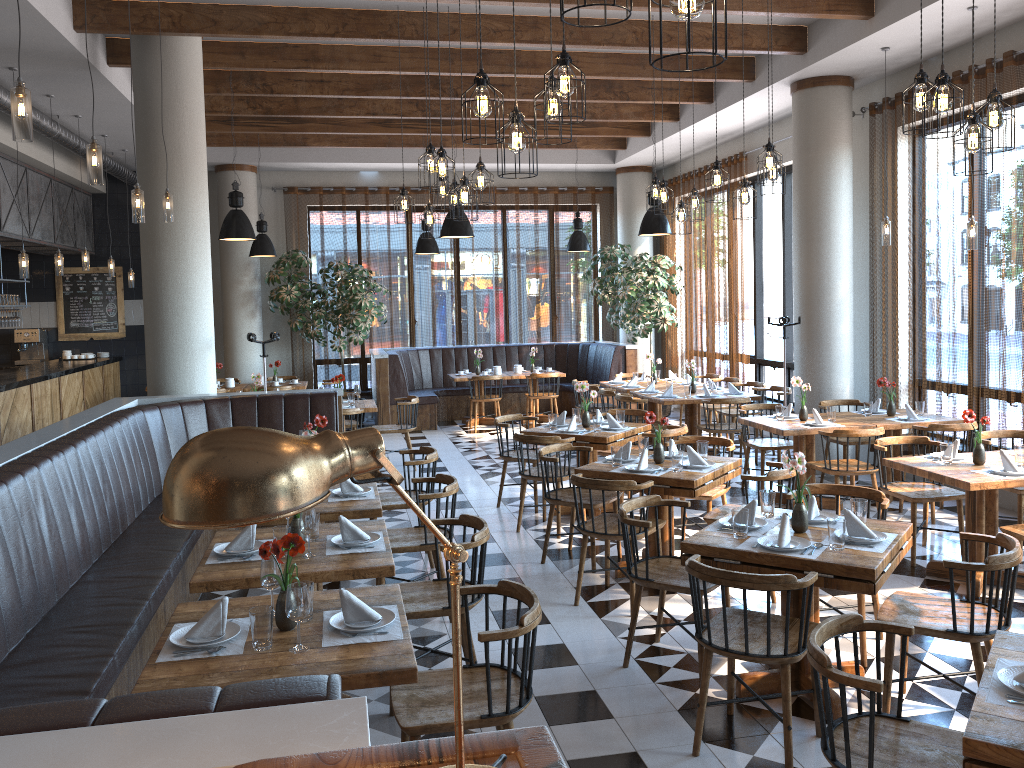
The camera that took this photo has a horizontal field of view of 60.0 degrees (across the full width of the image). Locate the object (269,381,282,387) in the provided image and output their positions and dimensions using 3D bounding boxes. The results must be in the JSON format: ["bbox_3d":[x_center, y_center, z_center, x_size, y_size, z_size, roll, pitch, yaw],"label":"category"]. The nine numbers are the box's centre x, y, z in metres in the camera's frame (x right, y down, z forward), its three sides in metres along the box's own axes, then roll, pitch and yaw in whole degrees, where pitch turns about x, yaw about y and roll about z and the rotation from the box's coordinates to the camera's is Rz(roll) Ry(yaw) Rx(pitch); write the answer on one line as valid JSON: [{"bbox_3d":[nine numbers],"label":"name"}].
[{"bbox_3d":[-3.341,0.000,12.525,0.175,0.067,0.176,-1,5,4],"label":"object"}]

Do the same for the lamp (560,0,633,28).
[{"bbox_3d":[0.181,-1.939,2.137,0.175,2.066,0.175,-2,3,-1],"label":"lamp"}]

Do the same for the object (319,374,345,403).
[{"bbox_3d":[-2.021,0.065,9.961,0.295,0.354,0.166,-2,3,-6],"label":"object"}]

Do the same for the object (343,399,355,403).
[{"bbox_3d":[-1.999,0.145,10.261,0.352,0.137,0.272,-2,5,-11],"label":"object"}]

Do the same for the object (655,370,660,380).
[{"bbox_3d":[1.972,-0.120,12.016,0.080,0.132,0.080,-3,4,-26],"label":"object"}]

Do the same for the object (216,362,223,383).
[{"bbox_3d":[-4.199,-0.130,12.608,0.171,0.354,0.156,-3,4,-25],"label":"object"}]

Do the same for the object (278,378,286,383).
[{"bbox_3d":[-3.418,-0.048,13.047,0.176,0.067,0.176,2,6,34],"label":"object"}]

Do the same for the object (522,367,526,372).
[{"bbox_3d":[0.139,-0.230,14.004,0.176,0.067,0.176,2,6,34],"label":"object"}]

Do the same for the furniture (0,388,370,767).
[{"bbox_3d":[-1.802,0.939,4.562,1.918,1.147,6.605,-2,5,-11],"label":"furniture"}]

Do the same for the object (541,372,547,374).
[{"bbox_3d":[0.499,-0.166,13.458,0.155,0.023,0.034,0,5,14],"label":"object"}]

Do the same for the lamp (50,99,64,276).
[{"bbox_3d":[-4.634,-2.083,8.980,0.078,1.959,0.078,-3,3,-25],"label":"lamp"}]

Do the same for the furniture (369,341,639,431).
[{"bbox_3d":[-0.197,-0.019,14.221,4.039,1.147,1.922,-2,5,-11],"label":"furniture"}]

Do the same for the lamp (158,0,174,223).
[{"bbox_3d":[-2.757,-2.267,7.000,0.078,1.959,0.078,-4,4,-35],"label":"lamp"}]

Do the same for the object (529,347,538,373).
[{"bbox_3d":[0.342,-0.375,13.728,0.146,0.399,0.207,-2,4,-6],"label":"object"}]

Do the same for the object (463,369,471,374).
[{"bbox_3d":[-0.716,-0.190,13.816,0.176,0.067,0.176,2,6,34],"label":"object"}]

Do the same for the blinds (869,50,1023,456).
[{"bbox_3d":[4.428,-0.765,5.646,0.160,3.572,7.284,-2,5,-11],"label":"blinds"}]

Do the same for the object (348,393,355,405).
[{"bbox_3d":[-1.808,0.171,9.964,0.080,0.132,0.080,0,4,19],"label":"object"}]

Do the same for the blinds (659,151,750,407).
[{"bbox_3d":[2.870,-1.475,13.539,0.155,3.573,3.206,-2,4,-11],"label":"blinds"}]

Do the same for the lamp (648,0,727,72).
[{"bbox_3d":[0.401,-1.809,2.097,0.175,2.066,0.175,0,4,32],"label":"lamp"}]

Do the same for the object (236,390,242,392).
[{"bbox_3d":[-2.994,0.181,9.740,0.081,0.215,0.081,-3,4,-20],"label":"object"}]

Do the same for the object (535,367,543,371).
[{"bbox_3d":[0.430,-0.237,14.009,0.175,0.067,0.176,-1,5,2],"label":"object"}]

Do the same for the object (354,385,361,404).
[{"bbox_3d":[-1.759,0.116,10.094,0.081,0.215,0.081,2,4,42],"label":"object"}]

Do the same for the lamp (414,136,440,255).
[{"bbox_3d":[-1.261,-2.822,12.856,0.390,1.860,0.391,-2,3,-9],"label":"lamp"}]

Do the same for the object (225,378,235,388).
[{"bbox_3d":[-4.007,-0.019,12.579,0.130,0.128,0.130,1,5,33],"label":"object"}]

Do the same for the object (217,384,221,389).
[{"bbox_3d":[-4.152,0.035,12.368,0.176,0.067,0.176,3,7,40],"label":"object"}]

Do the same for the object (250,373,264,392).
[{"bbox_3d":[-2.825,0.076,9.828,0.207,0.399,0.146,1,4,38],"label":"object"}]

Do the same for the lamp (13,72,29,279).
[{"bbox_3d":[-4.429,-1.932,7.953,0.078,1.959,0.078,0,3,21],"label":"lamp"}]

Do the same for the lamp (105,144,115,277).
[{"bbox_3d":[-5.052,-2.322,11.079,0.078,1.959,0.078,-2,3,-4],"label":"lamp"}]

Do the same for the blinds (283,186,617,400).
[{"bbox_3d":[-0.923,-1.505,14.876,5.544,3.574,0.155,-2,3,-11],"label":"blinds"}]

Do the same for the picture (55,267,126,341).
[{"bbox_3d":[-6.597,-1.256,13.872,0.980,1.140,0.021,-2,3,-11],"label":"picture"}]

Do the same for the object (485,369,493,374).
[{"bbox_3d":[-0.361,-0.202,13.854,0.175,0.067,0.176,-2,5,-1],"label":"object"}]

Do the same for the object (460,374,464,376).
[{"bbox_3d":[-0.759,-0.132,13.435,0.053,0.025,0.049,-4,5,-22],"label":"object"}]

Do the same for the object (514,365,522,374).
[{"bbox_3d":[0.090,-0.230,13.704,0.130,0.128,0.130,1,5,33],"label":"object"}]

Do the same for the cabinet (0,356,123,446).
[{"bbox_3d":[-7.048,0.471,10.821,3.028,1.162,6.009,-2,5,-11],"label":"cabinet"}]

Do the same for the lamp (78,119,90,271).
[{"bbox_3d":[-4.828,-2.254,9.944,0.078,1.959,0.078,0,3,24],"label":"lamp"}]

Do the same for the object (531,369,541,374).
[{"bbox_3d":[0.369,-0.186,13.490,0.176,0.067,0.176,-4,6,-28],"label":"object"}]

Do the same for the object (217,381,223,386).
[{"bbox_3d":[-4.273,-0.005,12.827,0.175,0.067,0.176,-1,5,2],"label":"object"}]

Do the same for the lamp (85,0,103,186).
[{"bbox_3d":[-2.333,-2.082,4.861,0.078,1.959,0.078,-1,3,8],"label":"lamp"}]

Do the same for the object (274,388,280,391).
[{"bbox_3d":[-2.631,0.155,9.923,0.081,0.215,0.081,2,4,42],"label":"object"}]

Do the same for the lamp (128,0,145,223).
[{"bbox_3d":[-2.539,-2.064,5.918,0.078,1.959,0.078,0,3,29],"label":"lamp"}]

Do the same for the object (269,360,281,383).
[{"bbox_3d":[-3.390,-0.163,12.732,0.171,0.354,0.156,1,4,37],"label":"object"}]

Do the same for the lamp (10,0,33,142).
[{"bbox_3d":[-2.109,-2.014,3.726,0.078,1.959,0.078,0,3,24],"label":"lamp"}]

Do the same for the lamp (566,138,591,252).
[{"bbox_3d":[0.978,-2.921,13.295,0.390,1.860,0.391,-1,3,1],"label":"lamp"}]

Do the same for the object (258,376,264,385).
[{"bbox_3d":[-3.622,-0.049,12.796,0.130,0.128,0.130,1,5,33],"label":"object"}]

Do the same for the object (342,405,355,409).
[{"bbox_3d":[-1.906,0.192,9.745,0.352,0.137,0.272,-2,5,-11],"label":"object"}]

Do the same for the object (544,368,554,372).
[{"bbox_3d":[0.579,-0.220,13.785,0.176,0.067,0.176,-3,5,-21],"label":"object"}]

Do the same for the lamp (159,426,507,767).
[{"bbox_3d":[-0.145,0.407,0.980,0.446,0.755,0.170,-4,4,-36],"label":"lamp"}]

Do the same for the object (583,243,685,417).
[{"bbox_3d":[1.845,-0.873,14.059,1.754,2.775,1.483,1,5,37],"label":"object"}]

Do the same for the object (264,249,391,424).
[{"bbox_3d":[-2.844,-0.722,13.734,1.755,2.775,1.482,-4,4,-30],"label":"object"}]

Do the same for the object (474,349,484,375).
[{"bbox_3d":[-0.509,-0.341,13.603,0.146,0.399,0.207,-5,5,-44],"label":"object"}]

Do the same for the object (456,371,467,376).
[{"bbox_3d":[-0.781,-0.161,13.531,0.176,0.067,0.176,-3,5,-19],"label":"object"}]

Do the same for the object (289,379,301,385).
[{"bbox_3d":[-3.126,-0.030,12.781,0.176,0.067,0.176,-4,6,-26],"label":"object"}]
